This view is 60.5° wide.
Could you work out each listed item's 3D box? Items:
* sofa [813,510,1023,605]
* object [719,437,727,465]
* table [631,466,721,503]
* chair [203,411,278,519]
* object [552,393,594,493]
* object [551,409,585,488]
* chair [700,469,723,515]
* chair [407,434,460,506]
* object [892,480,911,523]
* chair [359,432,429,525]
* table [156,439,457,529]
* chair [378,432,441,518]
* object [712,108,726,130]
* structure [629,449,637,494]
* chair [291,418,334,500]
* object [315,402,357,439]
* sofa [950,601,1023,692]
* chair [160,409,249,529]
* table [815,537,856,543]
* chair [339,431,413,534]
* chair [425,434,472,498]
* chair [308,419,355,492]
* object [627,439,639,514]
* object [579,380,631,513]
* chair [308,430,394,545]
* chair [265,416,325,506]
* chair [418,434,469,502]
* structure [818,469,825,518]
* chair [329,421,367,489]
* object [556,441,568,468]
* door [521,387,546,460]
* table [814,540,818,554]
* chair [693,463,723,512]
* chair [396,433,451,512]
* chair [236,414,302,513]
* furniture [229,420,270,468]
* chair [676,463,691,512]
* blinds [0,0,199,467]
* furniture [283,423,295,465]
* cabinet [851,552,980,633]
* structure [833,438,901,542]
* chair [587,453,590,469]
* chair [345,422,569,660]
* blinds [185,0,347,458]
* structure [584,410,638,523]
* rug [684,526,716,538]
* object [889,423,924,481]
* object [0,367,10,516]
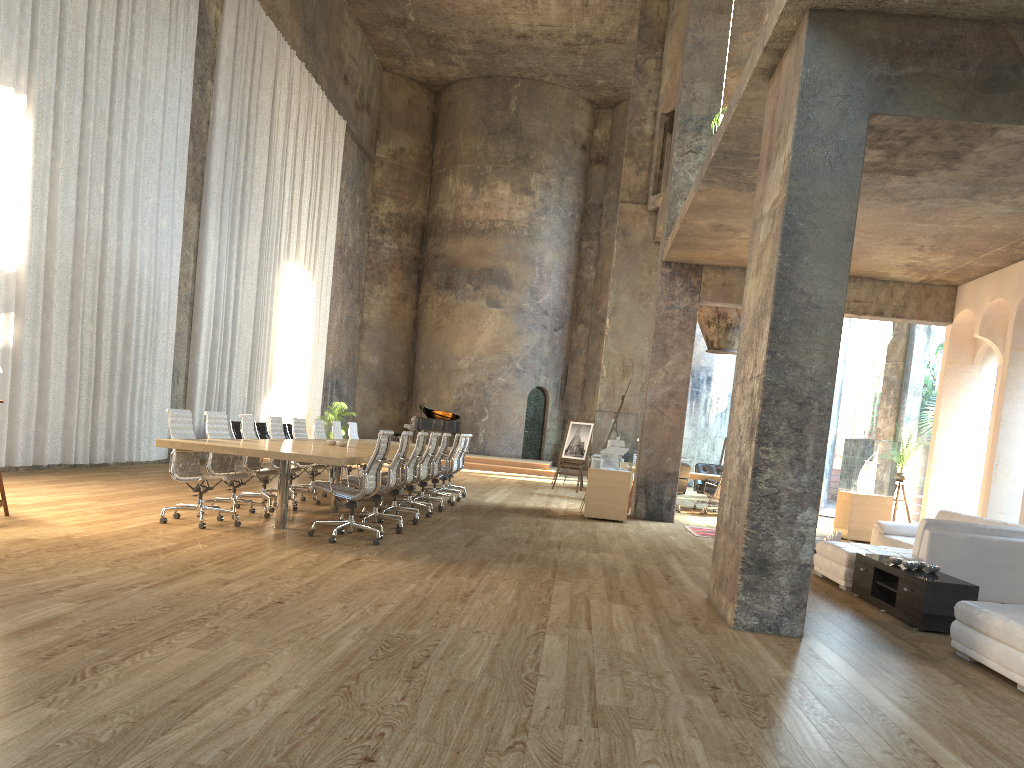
[{"bbox_3d":[4.107,1.678,9.196,2.062,0.726,2.920,6,-3,4],"label":"sofa"},{"bbox_3d":[5.696,1.883,22.455,0.695,2.163,0.684,8,5,33],"label":"object"},{"bbox_3d":[3.296,2.004,16.363,2.407,0.705,1.101,6,-1,4],"label":"table"},{"bbox_3d":[-2.765,0.822,8.907,0.697,1.033,0.663,6,2,13],"label":"chair"},{"bbox_3d":[1.419,1.246,18.686,0.695,2.163,0.685,8,5,36],"label":"object"},{"bbox_3d":[1.458,1.354,20.573,0.679,2.163,0.701,8,4,30],"label":"object"},{"bbox_3d":[3.758,1.915,15.634,0.732,0.899,0.814,5,1,-22],"label":"chair"},{"bbox_3d":[-1.099,1.188,12.494,0.698,1.033,0.662,6,2,4],"label":"chair"},{"bbox_3d":[5.960,1.997,13.835,0.661,0.979,0.564,4,3,-32],"label":"object"},{"bbox_3d":[-1.310,1.017,9.796,0.697,1.033,0.663,6,2,10],"label":"chair"},{"bbox_3d":[-1.952,1.162,11.209,1.599,0.762,7.693,6,-3,5],"label":"table"},{"bbox_3d":[-1.245,1.073,10.690,0.697,1.033,0.663,6,2,13],"label":"chair"},{"bbox_3d":[3.404,-2.838,12.243,1.398,1.822,1.352,6,2,10],"label":"object"},{"bbox_3d":[2.512,1.933,19.349,0.742,1.022,0.732,6,2,4],"label":"structure"},{"bbox_3d":[-2.571,0.989,11.564,0.697,1.033,0.663,6,2,13],"label":"chair"},{"bbox_3d":[-4.493,1.174,22.293,1.093,1.467,1.121,6,2,-5],"label":"object"},{"bbox_3d":[3.789,1.416,5.014,2.065,0.726,1.068,6,-1,4],"label":"sofa"},{"bbox_3d":[-2.801,0.771,8.045,0.697,1.033,0.663,6,2,10],"label":"chair"},{"bbox_3d":[3.561,1.924,10.255,0.859,0.248,0.369,6,-1,4],"label":"table"},{"bbox_3d":[-1.378,0.960,8.882,0.698,1.033,0.662,6,2,8],"label":"chair"},{"bbox_3d":[-1.012,1.291,14.209,0.697,1.033,0.663,6,2,10],"label":"chair"},{"bbox_3d":[-2.505,1.045,12.458,0.697,1.033,0.663,6,2,10],"label":"chair"},{"bbox_3d":[2.210,1.496,14.381,0.570,1.307,0.654,6,3,5],"label":"object"},{"bbox_3d":[1.493,0.972,13.602,0.684,2.163,0.696,6,4,3],"label":"object"},{"bbox_3d":[-1.452,0.901,7.939,0.697,1.033,0.663,6,2,10],"label":"chair"},{"bbox_3d":[-2.640,0.933,10.688,0.697,1.033,0.663,6,2,10],"label":"chair"},{"bbox_3d":[-1.042,1.240,13.347,0.697,1.033,0.663,6,2,13],"label":"chair"},{"bbox_3d":[5.803,2.178,17.811,0.734,1.022,0.740,6,2,4],"label":"structure"},{"bbox_3d":[-2.437,1.102,13.372,0.698,1.033,0.662,6,2,8],"label":"chair"},{"bbox_3d":[1.782,2.184,27.919,0.908,0.998,0.906,6,1,16],"label":"object"},{"bbox_3d":[0.664,1.218,27.521,0.906,2.314,0.090,3,5,-37],"label":"door"},{"bbox_3d":[3.531,1.923,9.890,0.789,0.204,1.107,6,-3,4],"label":"table"},{"bbox_3d":[3.871,2.006,17.077,0.729,0.899,0.818,6,1,5],"label":"chair"},{"bbox_3d":[-1.175,1.129,11.566,0.697,1.033,0.663,6,2,10],"label":"chair"},{"bbox_3d":[-2.699,0.876,9.759,0.698,1.033,0.662,6,2,4],"label":"chair"},{"bbox_3d":[-4.617,1.142,16.407,0.707,0.846,1.866,6,-2,5],"label":"furniture"},{"bbox_3d":[2.753,1.816,15.673,0.730,0.899,0.817,6,1,-2],"label":"chair"},{"bbox_3d":[-5.695,-3.280,10.691,0.274,8.705,7.797,6,1,6],"label":"blinds"},{"bbox_3d":[-4.435,1.291,18.783,0.707,0.846,1.866,6,-2,5],"label":"furniture"},{"bbox_3d":[3.125,1.635,6.966,0.395,0.371,1.557,6,-3,5],"label":"cabinet"},{"bbox_3d":[5.382,1.624,13.380,0.594,1.559,0.738,6,3,4],"label":"structure"},{"bbox_3d":[1.764,1.761,16.473,0.820,0.899,0.726,6,1,0],"label":"chair"},{"bbox_3d":[0.448,1.436,14.062,12.936,1.038,31.417,5,-3,5],"label":"chair"},{"bbox_3d":[-5.039,-2.739,19.292,0.274,8.705,7.797,6,1,6],"label":"blinds"},{"bbox_3d":[1.419,1.191,12.735,0.594,1.559,0.738,6,3,4],"label":"structure"},{"bbox_3d":[3.681,2.155,12.127,2.459,0.009,1.342,5,-3,4],"label":"rug"},{"bbox_3d":[6.116,1.053,13.762,0.688,0.946,0.854,6,1,-5],"label":"object"},{"bbox_3d":[-4.130,0.447,6.897,0.565,1.307,0.659,8,4,37],"label":"object"}]
